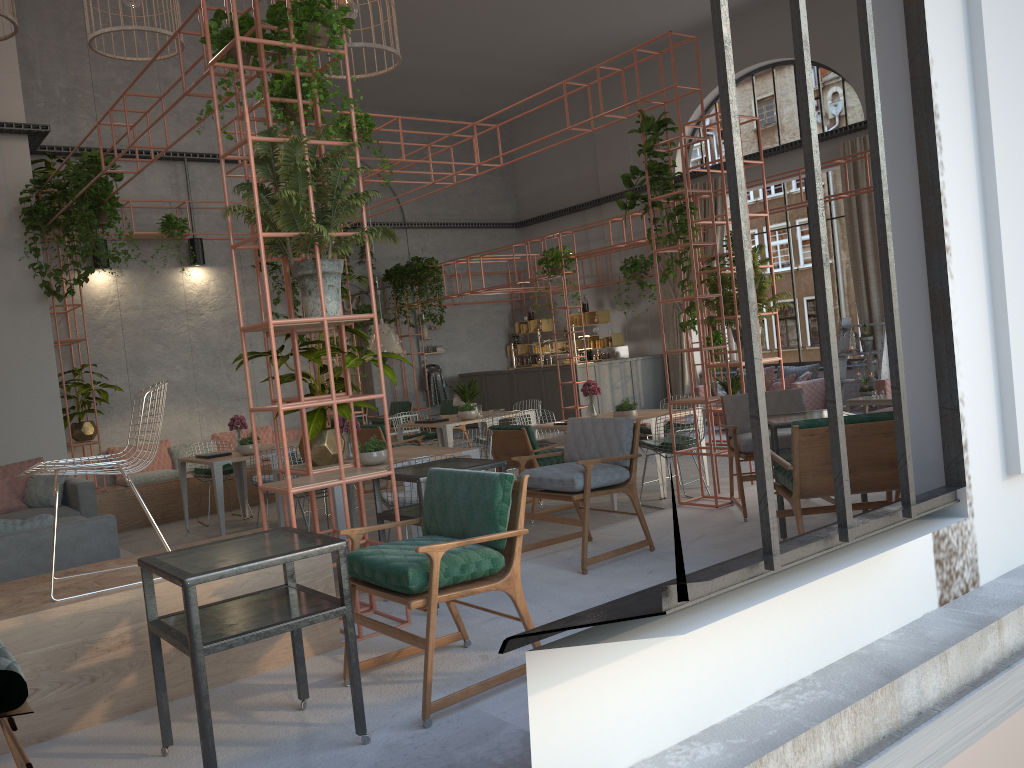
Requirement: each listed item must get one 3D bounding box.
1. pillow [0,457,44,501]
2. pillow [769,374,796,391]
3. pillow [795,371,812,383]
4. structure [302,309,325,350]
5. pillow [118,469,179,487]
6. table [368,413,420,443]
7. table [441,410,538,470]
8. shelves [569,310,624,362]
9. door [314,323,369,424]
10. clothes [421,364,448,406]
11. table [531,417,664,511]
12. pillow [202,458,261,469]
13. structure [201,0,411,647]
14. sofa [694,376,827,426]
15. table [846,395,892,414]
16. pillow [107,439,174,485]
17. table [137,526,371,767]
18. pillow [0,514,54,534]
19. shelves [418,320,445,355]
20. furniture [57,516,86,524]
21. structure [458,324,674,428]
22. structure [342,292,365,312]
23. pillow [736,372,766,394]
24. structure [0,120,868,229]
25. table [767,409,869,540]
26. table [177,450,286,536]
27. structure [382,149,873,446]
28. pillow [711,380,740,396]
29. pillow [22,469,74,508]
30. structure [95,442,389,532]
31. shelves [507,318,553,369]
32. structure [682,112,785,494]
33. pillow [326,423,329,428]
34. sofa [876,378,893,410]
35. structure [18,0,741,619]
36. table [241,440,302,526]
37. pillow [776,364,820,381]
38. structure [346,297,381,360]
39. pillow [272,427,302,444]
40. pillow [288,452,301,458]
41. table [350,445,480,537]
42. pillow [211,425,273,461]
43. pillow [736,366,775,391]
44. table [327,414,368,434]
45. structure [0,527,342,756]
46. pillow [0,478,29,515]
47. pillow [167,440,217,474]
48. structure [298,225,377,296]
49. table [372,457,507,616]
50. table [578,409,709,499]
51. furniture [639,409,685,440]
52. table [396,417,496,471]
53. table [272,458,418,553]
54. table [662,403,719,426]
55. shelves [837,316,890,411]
[{"bbox_3d":[-4.937,1.004,8.548,0.836,0.476,0.273,-8,3,-37],"label":"pillow"},{"bbox_3d":[4.597,0.014,15.148,0.479,0.317,0.441,-5,3,34],"label":"pillow"},{"bbox_3d":[4.824,-0.014,14.755,0.308,0.349,0.495,-6,2,13],"label":"pillow"},{"bbox_3d":[-4.279,-1.070,18.535,0.921,1.527,0.950,-6,2,-4],"label":"structure"},{"bbox_3d":[-4.520,1.171,11.053,0.637,0.149,0.491,-8,3,-36],"label":"pillow"},{"bbox_3d":[-1.890,0.915,14.436,0.635,0.798,0.602,-8,3,-37],"label":"table"},{"bbox_3d":[-0.294,0.813,11.805,0.694,0.830,1.214,-8,3,-37],"label":"table"},{"bbox_3d":[1.730,-0.648,19.351,0.328,1.838,1.750,-8,3,-37],"label":"shelves"},{"bbox_3d":[-3.982,-0.056,19.552,1.360,2.729,0.551,-8,3,-37],"label":"door"},{"bbox_3d":[-1.746,0.038,20.206,0.366,0.997,0.625,-5,3,33],"label":"clothes"},{"bbox_3d":[0.854,0.805,9.175,0.694,0.830,1.205,-8,3,-37],"label":"table"},{"bbox_3d":[-3.691,1.059,11.685,0.637,0.149,0.491,-8,3,-36],"label":"pillow"},{"bbox_3d":[-0.979,-0.427,4.757,0.748,3.623,0.722,-8,3,-37],"label":"structure"},{"bbox_3d":[3.963,0.334,15.060,1.960,0.672,2.219,-8,3,-37],"label":"sofa"},{"bbox_3d":[5.213,0.413,12.434,0.520,0.455,0.916,-8,3,-37],"label":"table"},{"bbox_3d":[-4.737,0.992,11.427,0.276,0.474,0.839,-4,3,43],"label":"pillow"},{"bbox_3d":[-1.010,1.038,3.460,0.635,0.798,0.602,-8,3,-37],"label":"table"},{"bbox_3d":[-3.175,1.003,5.797,0.499,0.324,0.307,-6,2,-2],"label":"pillow"},{"bbox_3d":[-1.815,-1.077,20.199,0.560,0.790,0.186,-8,3,-37],"label":"shelves"},{"bbox_3d":[-3.843,1.369,7.175,0.941,0.446,0.975,-8,3,-37],"label":"furniture"},{"bbox_3d":[1.046,-0.207,19.310,2.579,2.022,4.057,-8,3,-37],"label":"structure"},{"bbox_3d":[-3.748,-1.756,18.898,1.312,0.505,0.063,-8,3,-37],"label":"structure"},{"bbox_3d":[4.212,-0.008,15.863,0.289,0.385,0.666,-8,3,-37],"label":"pillow"},{"bbox_3d":[-1.264,-3.354,11.431,15.603,0.110,15.203,-8,3,-37],"label":"structure"},{"bbox_3d":[2.030,0.616,6.066,0.602,0.798,0.635,-6,2,3],"label":"table"},{"bbox_3d":[-3.073,1.189,9.679,0.694,0.830,1.205,-8,3,-37],"label":"table"},{"bbox_3d":[3.023,-1.060,14.938,4.157,4.247,14.689,-8,3,-37],"label":"structure"},{"bbox_3d":[3.837,0.081,15.872,0.500,0.324,0.307,-6,2,-2],"label":"pillow"},{"bbox_3d":[-4.475,1.004,8.493,0.495,0.349,0.308,-6,2,13],"label":"pillow"},{"bbox_3d":[-5.063,1.420,13.882,4.386,0.500,5.831,-8,3,-37],"label":"structure"},{"bbox_3d":[0.571,-0.584,20.880,0.328,1.838,1.750,-8,3,-37],"label":"shelves"},{"bbox_3d":[2.164,-0.700,8.451,0.624,3.602,0.424,-8,3,-37],"label":"structure"},{"bbox_3d":[-2.995,0.730,13.498,0.839,0.474,0.276,-4,3,43],"label":"pillow"},{"bbox_3d":[6.096,0.215,12.244,1.960,0.672,2.219,-8,3,-37],"label":"sofa"},{"bbox_3d":[-3.963,-0.754,11.631,4.501,4.345,14.096,-8,3,-38],"label":"structure"},{"bbox_3d":[-2.525,1.115,10.102,0.694,0.830,1.214,-8,3,-37],"label":"table"},{"bbox_3d":[4.874,-0.084,15.213,0.273,0.476,0.836,-8,3,-37],"label":"pillow"},{"bbox_3d":[-3.259,-1.190,19.366,0.950,1.527,0.921,-8,3,-39],"label":"structure"},{"bbox_3d":[-3.198,0.834,12.573,0.666,0.385,0.289,-8,3,-42],"label":"pillow"},{"bbox_3d":[-2.887,0.951,12.299,0.637,0.149,0.491,-8,3,-36],"label":"pillow"},{"bbox_3d":[-0.875,1.023,7.922,0.694,0.830,1.214,-8,3,-37],"label":"table"},{"bbox_3d":[-3.698,0.854,12.165,0.839,0.474,0.276,-7,2,-17],"label":"pillow"},{"bbox_3d":[4.335,-0.057,15.941,0.276,0.474,0.839,-8,3,-37],"label":"pillow"},{"bbox_3d":[-2.950,0.974,15.834,0.635,0.798,0.602,-8,3,-37],"label":"table"},{"bbox_3d":[-3.800,1.096,5.595,3.396,1.111,9.152,-8,3,-37],"label":"structure"},{"bbox_3d":[-4.862,1.072,8.265,0.441,0.317,0.479,-5,3,34],"label":"pillow"},{"bbox_3d":[-4.211,0.971,11.800,0.666,0.385,0.289,-8,3,-42],"label":"pillow"},{"bbox_3d":[-3.768,-2.593,18.785,1.939,1.514,0.856,-8,3,-43],"label":"structure"},{"bbox_3d":[-0.407,0.900,5.404,0.635,0.798,0.602,-8,3,-37],"label":"table"},{"bbox_3d":[1.402,0.730,9.599,0.694,0.830,1.214,-8,3,-37],"label":"table"},{"bbox_3d":[2.169,0.654,14.505,0.941,0.446,0.976,-8,3,-37],"label":"furniture"},{"bbox_3d":[-0.842,0.887,11.382,0.694,0.830,1.205,-8,3,-37],"label":"table"},{"bbox_3d":[-1.422,1.097,7.500,0.694,0.830,1.205,-8,3,-37],"label":"table"},{"bbox_3d":[3.079,0.528,15.250,0.520,0.455,0.916,-8,3,-37],"label":"table"},{"bbox_3d":[5.624,-0.280,14.234,0.856,1.618,0.842,-8,3,-37],"label":"shelves"}]
